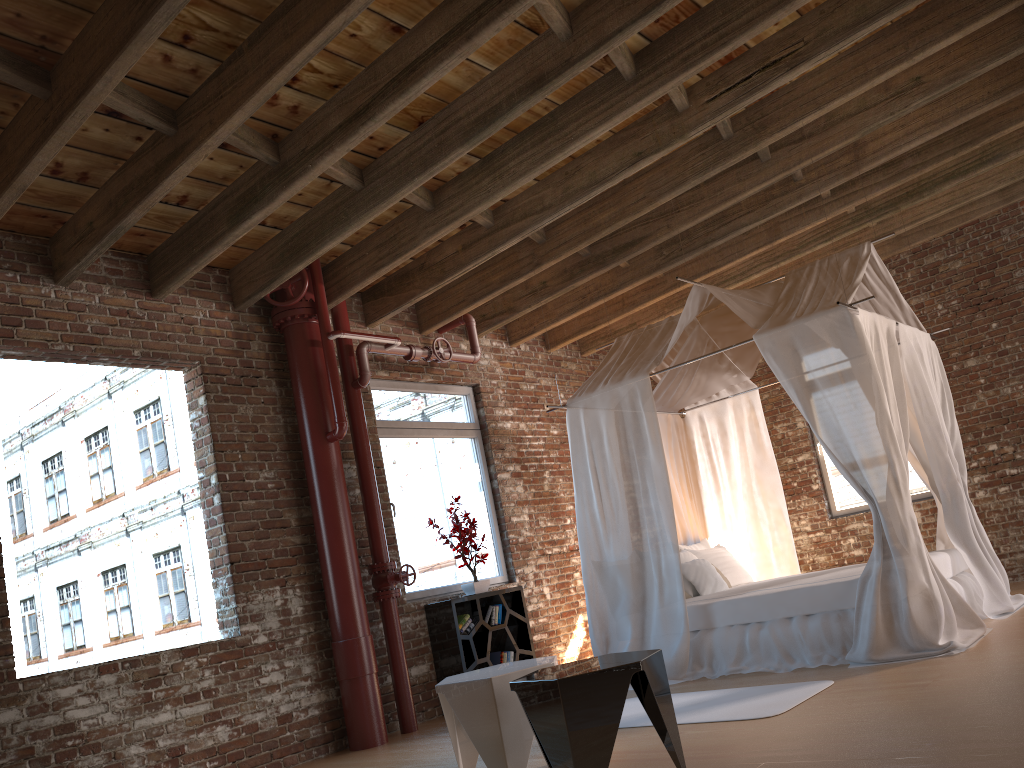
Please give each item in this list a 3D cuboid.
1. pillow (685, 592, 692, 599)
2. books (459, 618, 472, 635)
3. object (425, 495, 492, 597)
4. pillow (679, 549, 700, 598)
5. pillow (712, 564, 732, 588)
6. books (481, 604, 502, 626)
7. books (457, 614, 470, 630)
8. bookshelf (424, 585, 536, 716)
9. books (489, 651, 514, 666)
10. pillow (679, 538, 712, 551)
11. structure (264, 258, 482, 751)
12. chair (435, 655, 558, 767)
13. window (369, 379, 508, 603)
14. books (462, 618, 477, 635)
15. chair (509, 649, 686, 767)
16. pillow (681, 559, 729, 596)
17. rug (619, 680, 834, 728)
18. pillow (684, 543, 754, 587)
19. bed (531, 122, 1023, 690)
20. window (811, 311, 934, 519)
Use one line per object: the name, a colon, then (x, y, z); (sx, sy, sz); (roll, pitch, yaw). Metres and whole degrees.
pillow: (1.024, 1.494, 6.557); (0.358, 0.409, 0.621); (-18, -13, 34)
books: (-0.396, 1.862, 6.748); (0.134, 0.108, 0.156); (-20, -14, 37)
object: (-0.406, 1.277, 7.050); (0.396, 0.829, 0.420); (-17, -10, 33)
pillow: (1.392, 1.491, 7.025); (0.349, 0.398, 0.619); (-18, -13, 35)
pillow: (1.613, 1.545, 7.058); (0.162, 0.231, 0.292); (-18, -13, 36)
books: (-0.189, 1.848, 7.015); (0.134, 0.163, 0.247); (-19, -13, 37)
books: (-0.412, 1.828, 6.742); (0.134, 0.108, 0.156); (-20, -14, 37)
bookshelf: (-0.218, 2.092, 6.999); (0.293, 0.834, 0.867); (-18, -12, 37)
books: (-0.085, 2.213, 7.007); (0.134, 0.178, 0.206); (-19, -13, 37)
pillow: (1.620, 1.571, 7.615); (0.208, 0.492, 0.639); (-18, -13, 37)
structure: (-0.766, 0.766, 6.608); (0.577, 3.420, 2.023); (-17, -11, 37)
chair: (-0.019, 1.542, 4.003); (0.535, 0.484, 0.626); (-12, -11, 2)
window: (-0.627, 0.853, 7.361); (0.168, 1.825, 1.362); (-17, -11, 37)
books: (-0.357, 1.877, 6.792); (0.134, 0.112, 0.159); (-19, -14, 37)
chair: (0.336, 1.334, 3.414); (0.619, 0.484, 0.541); (-10, -11, -9)
pillow: (1.479, 1.499, 6.850); (0.390, 0.287, 0.215); (-1, -14, -43)
rug: (0.984, 1.792, 4.908); (1.436, 0.007, 0.872); (-22, -16, 38)
pillow: (1.775, 1.558, 7.494); (0.293, 0.427, 0.637); (-19, -13, 38)
bed: (1.788, 0.065, 6.690); (2.670, 3.833, 2.528); (-18, -12, 37)
window: (3.600, 0.341, 8.830); (1.316, 1.825, 0.173); (-19, -11, 37)
